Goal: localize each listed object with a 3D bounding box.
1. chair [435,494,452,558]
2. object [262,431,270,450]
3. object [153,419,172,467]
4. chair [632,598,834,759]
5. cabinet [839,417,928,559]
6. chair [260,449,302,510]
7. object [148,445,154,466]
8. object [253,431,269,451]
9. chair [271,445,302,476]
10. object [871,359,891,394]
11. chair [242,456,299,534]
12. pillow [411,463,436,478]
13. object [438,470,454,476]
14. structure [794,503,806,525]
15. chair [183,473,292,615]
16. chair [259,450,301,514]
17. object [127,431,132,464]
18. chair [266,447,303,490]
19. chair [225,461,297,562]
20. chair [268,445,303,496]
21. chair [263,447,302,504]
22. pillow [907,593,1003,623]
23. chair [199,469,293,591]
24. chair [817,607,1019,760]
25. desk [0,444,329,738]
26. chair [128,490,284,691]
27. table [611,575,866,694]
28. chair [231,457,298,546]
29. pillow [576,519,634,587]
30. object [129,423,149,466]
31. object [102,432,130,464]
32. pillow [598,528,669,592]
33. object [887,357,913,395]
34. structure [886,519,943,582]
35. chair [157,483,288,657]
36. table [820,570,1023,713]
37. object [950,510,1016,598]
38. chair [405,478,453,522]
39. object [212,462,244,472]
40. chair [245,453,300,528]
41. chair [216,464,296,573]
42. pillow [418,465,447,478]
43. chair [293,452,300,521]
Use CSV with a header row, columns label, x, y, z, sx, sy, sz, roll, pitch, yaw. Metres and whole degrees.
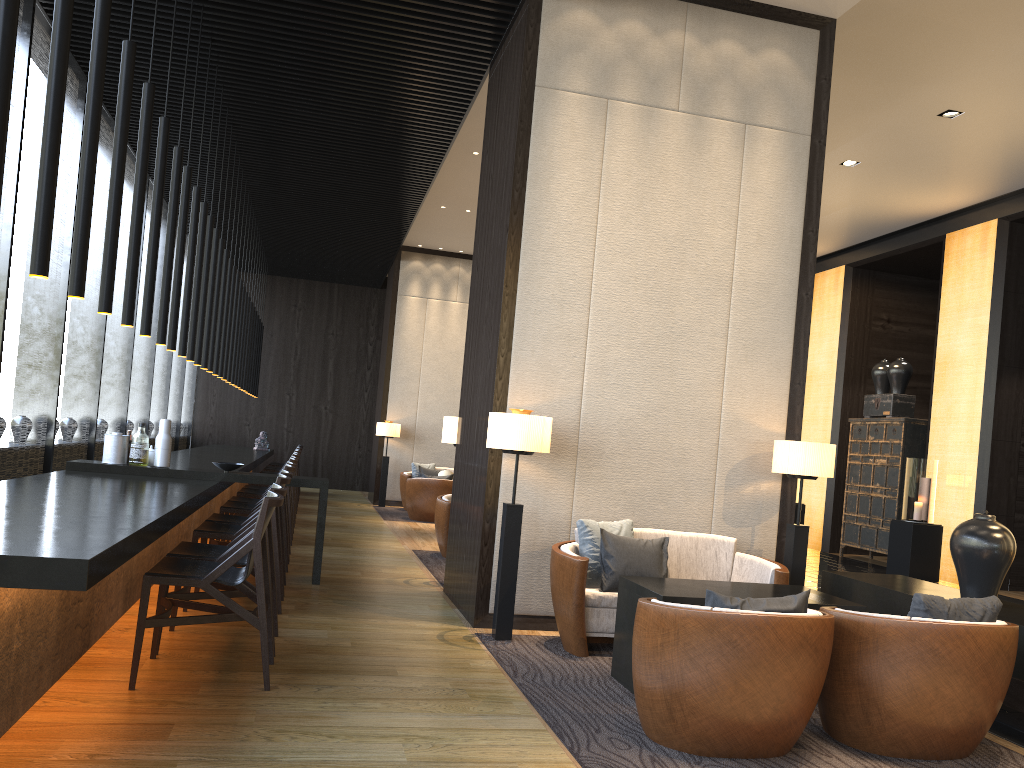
label,x,y,z,sx,sy,sz,roll,pitch,yaw
chair,-0.390,1.418,8.820,0.804,0.603,0.606,6,-2,-13
object,-4.144,0.940,14.716,0.209,0.313,0.164,5,-1,12
object,-2.505,0.425,6.367,0.113,0.344,0.113,5,-1,-17
chair,0.901,1.164,3.539,0.804,0.603,0.606,6,-2,-13
cabinet,4.984,1.431,11.767,0.548,1.921,1.187,5,-2,-13
chair,-3.221,1.298,12.274,0.564,0.826,0.526,5,-2,-13
object,-2.635,0.484,6.465,0.136,0.217,0.135,6,-2,-26
object,-4.093,0.928,14.471,0.208,0.310,0.162,6,-2,-33
chair,-3.938,1.454,15.422,0.564,0.826,0.526,5,-2,-13
object,4.988,-0.091,11.887,0.312,0.492,0.311,6,-2,-16
chair,-2.509,1.144,9.152,0.564,0.826,0.526,5,-2,-13
pillow,-1.384,1.439,13.929,0.434,0.399,0.200,7,-2,-34
object,-0.979,1.366,13.173,0.245,0.168,0.246,3,-4,35
structure,4.030,2.069,13.097,0.403,0.657,0.402,5,-2,-13
chair,-1.674,0.962,5.495,0.564,0.826,0.526,5,-2,-13
chair,-3.093,1.271,11.714,0.564,0.826,0.526,5,-2,-13
object,-2.785,0.458,6.426,0.067,0.237,0.067,5,-1,-19
chair,-3.580,1.376,13.848,0.564,0.826,0.526,5,-2,-13
chair,-2.155,1.067,7.604,0.564,0.826,0.526,5,-2,-13
chair,-3.811,1.427,14.861,0.564,0.826,0.526,5,-2,-13
chair,-3.452,1.349,13.288,0.564,0.826,0.526,5,-2,-13
pillow,1.777,1.029,3.617,0.399,0.362,0.222,6,-2,-12
chair,-1.802,0.990,6.055,0.564,0.826,0.526,5,-2,-13
chair,1.732,1.250,3.730,0.804,0.603,0.606,6,-2,-13
desk,-1.182,0.770,1.659,1.782,0.758,28.751,6,-4,-13
chair,-1.321,0.886,3.946,0.564,0.826,0.526,5,-2,-13
table,1.099,1.280,4.386,1.043,0.517,0.576,6,-3,-13
chair,-2.381,1.116,8.591,0.564,0.826,0.526,5,-2,-13
pillow,0.578,1.013,5.325,0.434,0.399,0.200,7,-2,-34
object,-2.642,0.427,6.291,0.129,0.305,0.129,6,-1,-27
object,-2.819,0.456,6.304,0.169,0.219,0.169,6,-2,-17
pillow,0.709,1.036,5.196,0.472,0.361,0.219,6,-2,-16
object,5.062,-0.107,11.563,0.312,0.492,0.311,6,-2,-31
structure,4.672,1.930,10.280,0.403,0.657,0.402,5,-2,-13
chair,-1.449,0.914,4.507,0.564,0.826,0.526,5,-2,-13
table,2.439,1.419,4.736,0.621,0.512,1.961,6,-4,-13
object,2.477,0.913,4.670,0.312,0.492,0.311,6,-2,-31
chair,-1.061,1.590,12.143,0.804,0.603,0.606,6,-2,-13
object,-2.081,0.613,6.484,0.227,0.067,0.227,6,-4,-10
chair,-2.734,1.193,10.140,0.564,0.826,0.526,5,-2,-13
chair,-2.028,1.039,7.043,0.564,0.826,0.526,5,-2,-13
pillow,-1.253,1.463,13.800,0.472,0.361,0.219,6,-2,-16
chair,-2.862,1.220,10.700,0.564,0.826,0.526,5,-2,-13
